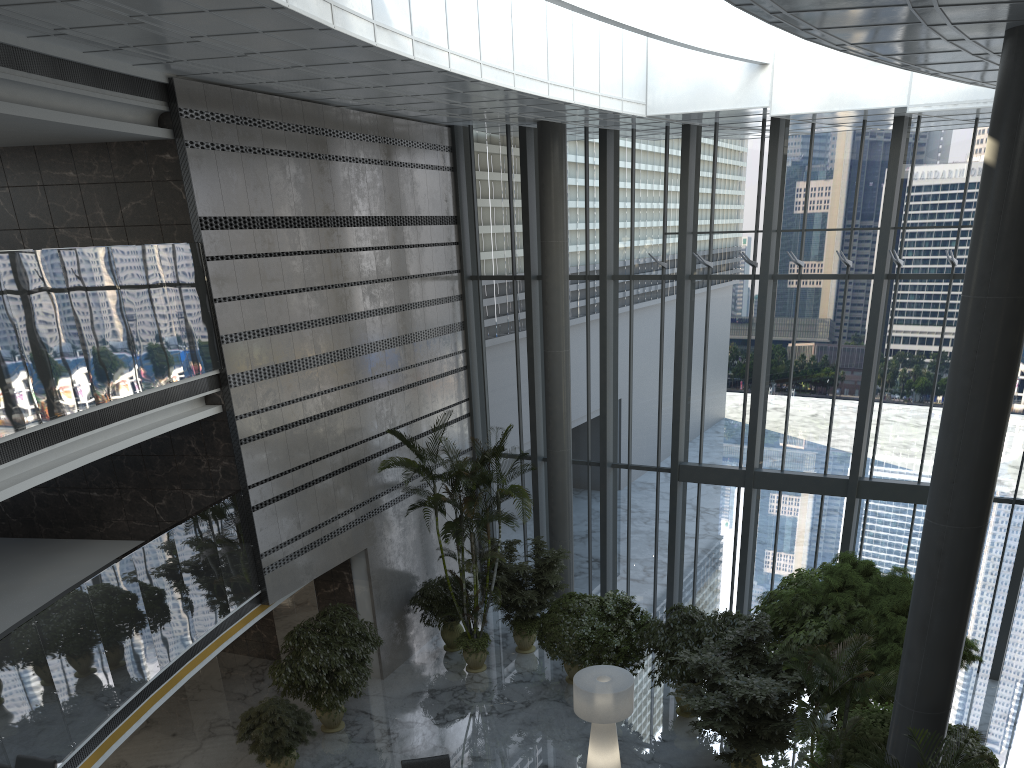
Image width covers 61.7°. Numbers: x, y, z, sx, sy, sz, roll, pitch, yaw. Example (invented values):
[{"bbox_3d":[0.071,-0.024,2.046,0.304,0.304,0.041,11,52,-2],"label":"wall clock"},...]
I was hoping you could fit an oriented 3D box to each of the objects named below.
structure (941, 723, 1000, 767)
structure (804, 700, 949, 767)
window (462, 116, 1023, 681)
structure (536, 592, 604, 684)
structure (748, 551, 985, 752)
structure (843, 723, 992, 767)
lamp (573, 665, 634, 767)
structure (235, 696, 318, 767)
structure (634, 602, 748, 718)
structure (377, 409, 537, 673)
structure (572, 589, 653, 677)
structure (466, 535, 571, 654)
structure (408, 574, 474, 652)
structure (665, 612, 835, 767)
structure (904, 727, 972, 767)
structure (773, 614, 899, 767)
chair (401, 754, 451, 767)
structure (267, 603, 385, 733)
[{"bbox_3d":[5.386,5.042,10.768,1.442,1.776,1.440,-4,18,-6],"label":"structure"},{"bbox_3d":[4.363,4.864,10.366,1.572,2.345,1.423,-10,21,-21],"label":"structure"},{"bbox_3d":[0.286,0.946,8.645,12.912,11.089,17.896,11,19,38],"label":"window"},{"bbox_3d":[1.149,4.409,14.891,1.442,1.776,1.440,-4,18,-6],"label":"structure"},{"bbox_3d":[4.860,3.965,12.654,3.591,3.268,3.037,10,21,36],"label":"structure"},{"bbox_3d":[3.212,4.628,7.072,1.634,4.108,1.867,1,21,10],"label":"structure"},{"bbox_3d":[1.294,4.887,12.091,0.787,1.841,0.809,16,28,40],"label":"lamp"},{"bbox_3d":[-3.432,5.151,12.404,1.144,1.465,1.117,11,23,36],"label":"structure"},{"bbox_3d":[2.900,4.426,13.677,1.616,2.087,1.860,-14,21,-31],"label":"structure"},{"bbox_3d":[-0.751,2.841,14.637,2.429,5.131,2.302,10,24,30],"label":"structure"},{"bbox_3d":[1.655,4.344,14.112,1.343,2.168,1.157,-17,25,-36],"label":"structure"},{"bbox_3d":[0.205,3.886,15.827,1.848,2.531,1.703,1,19,10],"label":"structure"},{"bbox_3d":[-1.264,4.300,16.070,1.393,1.705,1.028,-9,20,-21],"label":"structure"},{"bbox_3d":[3.230,4.506,11.869,2.203,2.571,2.153,2,18,12],"label":"structure"},{"bbox_3d":[2.921,4.457,5.257,2.424,5.131,2.302,0,21,7],"label":"structure"},{"bbox_3d":[3.603,4.262,9.790,1.398,3.809,1.113,2,22,10],"label":"structure"},{"bbox_3d":[-1.136,5.553,11.706,0.725,0.740,0.661,-5,17,-9],"label":"chair"},{"bbox_3d":[-2.886,4.571,13.540,1.993,2.178,1.507,-13,21,-32],"label":"structure"}]
